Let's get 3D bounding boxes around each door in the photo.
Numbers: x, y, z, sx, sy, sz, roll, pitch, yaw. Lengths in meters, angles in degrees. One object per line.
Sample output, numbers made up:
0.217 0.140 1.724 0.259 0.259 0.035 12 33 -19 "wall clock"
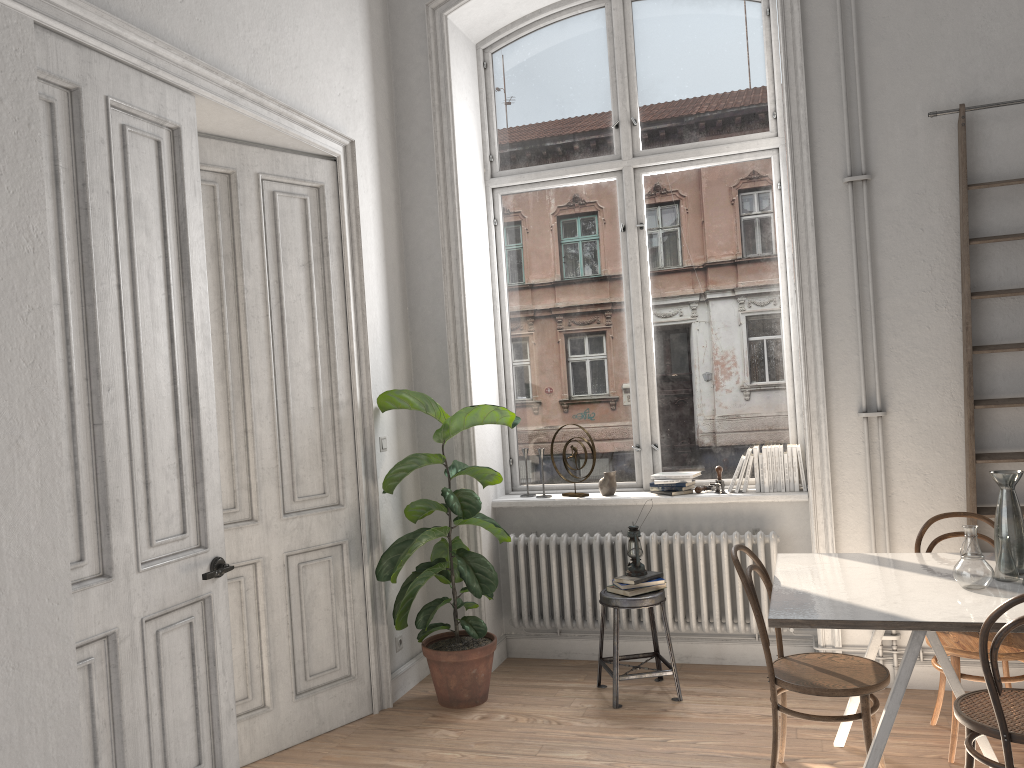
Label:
-1.343 0.291 2.954 0.216 2.814 1.096 -4 0 20 "door"
-1.139 0.284 4.110 0.216 2.814 1.096 -4 0 43 "door"

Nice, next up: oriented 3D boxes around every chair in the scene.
1.952 1.031 3.695 0.438 0.920 0.549 -4 0 16 "chair"
1.653 1.045 2.804 0.438 0.920 0.549 -4 0 14 "chair"
0.632 1.319 4.535 0.364 0.523 0.360 -4 0 -8 "chair"
1.151 1.082 3.401 0.549 0.920 0.437 -4 0 26 "chair"

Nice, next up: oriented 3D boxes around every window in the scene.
0.723 -0.837 5.254 1.623 2.843 0.013 -4 0 18 "window"

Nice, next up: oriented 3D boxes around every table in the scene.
2.088 1.088 3.118 2.200 0.780 1.100 -4 0 18 "table"

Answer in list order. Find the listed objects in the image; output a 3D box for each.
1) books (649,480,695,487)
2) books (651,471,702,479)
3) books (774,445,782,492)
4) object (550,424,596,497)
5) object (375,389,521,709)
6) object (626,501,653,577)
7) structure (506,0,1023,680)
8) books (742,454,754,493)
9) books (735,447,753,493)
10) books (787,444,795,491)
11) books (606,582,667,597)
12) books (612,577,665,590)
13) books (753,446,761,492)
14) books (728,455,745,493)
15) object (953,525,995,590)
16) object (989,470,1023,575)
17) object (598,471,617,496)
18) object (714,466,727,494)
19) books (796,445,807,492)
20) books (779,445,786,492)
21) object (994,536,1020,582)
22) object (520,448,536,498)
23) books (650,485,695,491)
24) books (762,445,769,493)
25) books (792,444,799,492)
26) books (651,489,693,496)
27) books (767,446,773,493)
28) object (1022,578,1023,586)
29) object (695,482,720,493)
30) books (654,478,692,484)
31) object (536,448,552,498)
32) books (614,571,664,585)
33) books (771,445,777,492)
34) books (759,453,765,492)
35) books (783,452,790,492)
0.913 0.565 5.037 0.221 0.023 0.147 -4 0 34 "books"
0.933 0.518 5.038 0.244 0.019 0.174 -4 0 28 "books"
1.469 0.462 4.891 0.024 0.243 0.175 -4 0 18 "books"
0.363 0.446 5.203 0.087 0.425 0.347 -4 0 -39 "object"
2.012 0.563 3.581 5.828 1.842 0.792 -4 0 23 "object"
0.657 0.790 4.583 0.163 0.383 0.154 -4 0 -8 "object"
2.301 -0.769 4.308 5.182 4.474 0.340 -4 0 18 "structure"
1.313 0.492 4.921 0.072 0.203 0.155 -4 0 18 "books"
1.287 0.477 4.927 0.100 0.235 0.174 -4 0 18 "books"
1.532 0.457 4.870 0.024 0.243 0.175 -4 0 18 "books"
0.640 1.043 4.560 0.246 0.034 0.194 -4 0 -32 "books"
0.651 1.017 4.559 0.232 0.029 0.163 -4 0 -11 "books"
1.363 0.469 4.925 0.024 0.243 0.175 -4 0 18 "books"
1.253 0.499 4.944 0.105 0.194 0.155 -4 0 17 "books"
1.642 0.617 3.164 0.132 0.219 0.132 -4 0 8 "object"
1.872 0.521 3.339 0.116 0.383 0.116 -4 0 29 "object"
0.554 0.574 5.140 0.100 0.142 0.102 -4 0 -7 "object"
1.149 0.529 4.906 0.048 0.153 0.088 -4 0 -12 "object"
1.579 0.454 4.831 0.040 0.244 0.174 -4 0 18 "books"
1.482 0.461 4.863 0.019 0.244 0.174 -4 0 18 "books"
1.806 0.638 3.245 0.083 0.158 0.083 -4 0 14 "object"
0.088 0.533 5.335 0.095 0.289 0.095 -4 0 -40 "object"
0.913 0.587 5.039 0.205 0.022 0.155 -4 0 38 "books"
1.399 0.466 4.881 0.024 0.243 0.175 -4 0 18 "books"
1.549 0.456 4.843 0.024 0.243 0.175 -4 0 18 "books"
0.909 0.610 5.044 0.147 0.023 0.221 -4 0 -23 "books"
1.423 0.465 4.883 0.019 0.244 0.174 -4 0 18 "books"
1.836 0.667 3.136 0.058 0.094 0.058 -4 0 -44 "object"
1.089 0.585 4.986 0.153 0.048 0.088 -4 0 -32 "object"
0.910 0.545 5.025 0.205 0.020 0.155 -4 0 8 "books"
0.181 0.526 5.244 0.095 0.289 0.095 -4 0 41 "object"
0.651 0.994 4.559 0.221 0.027 0.147 -4 0 -40 "books"
1.447 0.463 4.893 0.019 0.244 0.174 -4 0 18 "books"
1.383 0.486 4.898 0.020 0.205 0.155 -4 0 18 "books"
1.505 0.478 4.857 0.020 0.205 0.155 -4 0 18 "books"
